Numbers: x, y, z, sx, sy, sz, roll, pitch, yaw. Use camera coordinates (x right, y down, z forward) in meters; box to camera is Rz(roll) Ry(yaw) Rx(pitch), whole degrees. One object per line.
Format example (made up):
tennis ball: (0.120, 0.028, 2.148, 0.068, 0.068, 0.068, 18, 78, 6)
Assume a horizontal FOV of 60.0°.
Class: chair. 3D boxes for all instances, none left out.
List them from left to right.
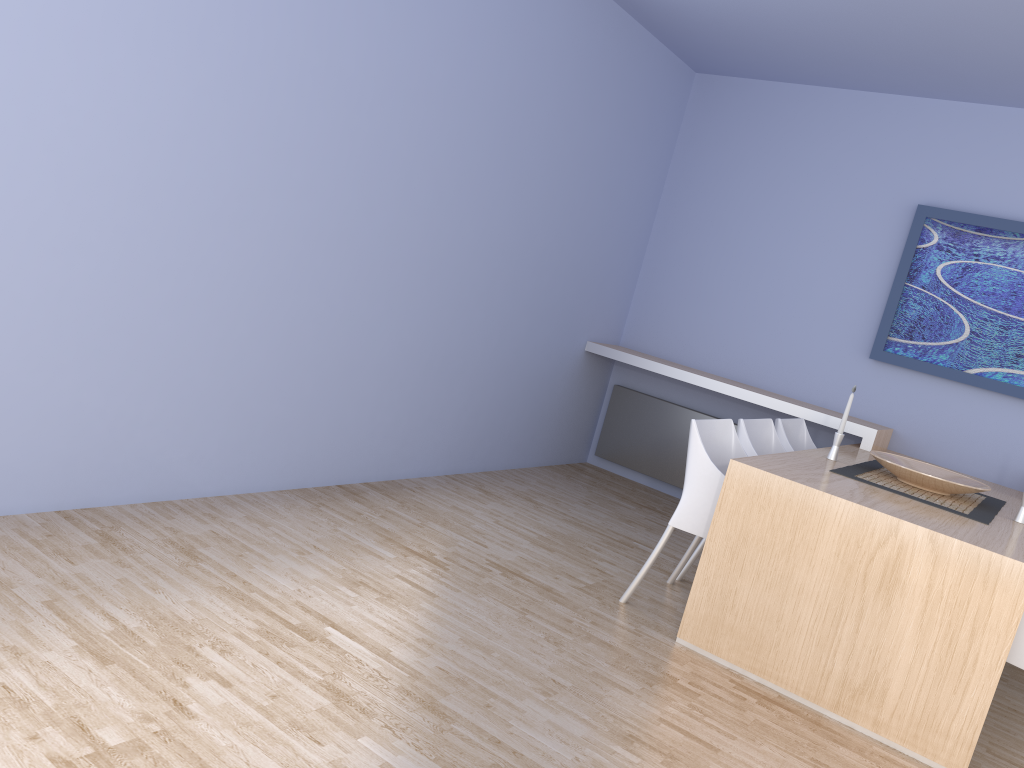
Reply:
chair: (0.860, 0.571, 3.607, 0.486, 0.793, 0.510, 20, 9, 32)
chair: (1.173, 0.588, 4.089, 0.486, 0.793, 0.510, 20, 9, 32)
chair: (1.486, 0.606, 4.570, 0.486, 0.793, 0.510, 20, 9, 32)
chair: (1.776, 0.897, 3.000, 0.486, 0.793, 0.510, 20, 9, 32)

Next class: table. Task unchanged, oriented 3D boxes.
table: (1.736, 0.793, 3.969, 1.002, 0.718, 2.340, 20, 9, 32)

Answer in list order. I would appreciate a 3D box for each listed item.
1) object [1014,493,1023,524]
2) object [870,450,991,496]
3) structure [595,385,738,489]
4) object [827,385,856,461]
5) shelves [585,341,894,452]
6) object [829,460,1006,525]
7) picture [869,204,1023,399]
object: (2.077, 0.386, 3.529, 0.045, 0.349, 0.045, 20, 9, 32)
object: (1.787, 0.405, 3.826, 0.493, 0.081, 0.493, 9, 10, -39)
structure: (2.177, 0.792, 5.020, 3.843, 0.503, 0.064, 20, 9, 32)
object: (1.470, 0.170, 3.932, 0.045, 0.349, 0.045, 13, 8, -16)
shelves: (2.047, 0.686, 4.893, 3.901, 0.840, 0.463, 20, 9, 32)
object: (1.777, 0.447, 3.827, 0.594, 0.005, 0.986, 20, 9, 31)
picture: (2.683, -0.401, 4.735, 1.252, 0.901, 0.049, 20, 9, 32)
